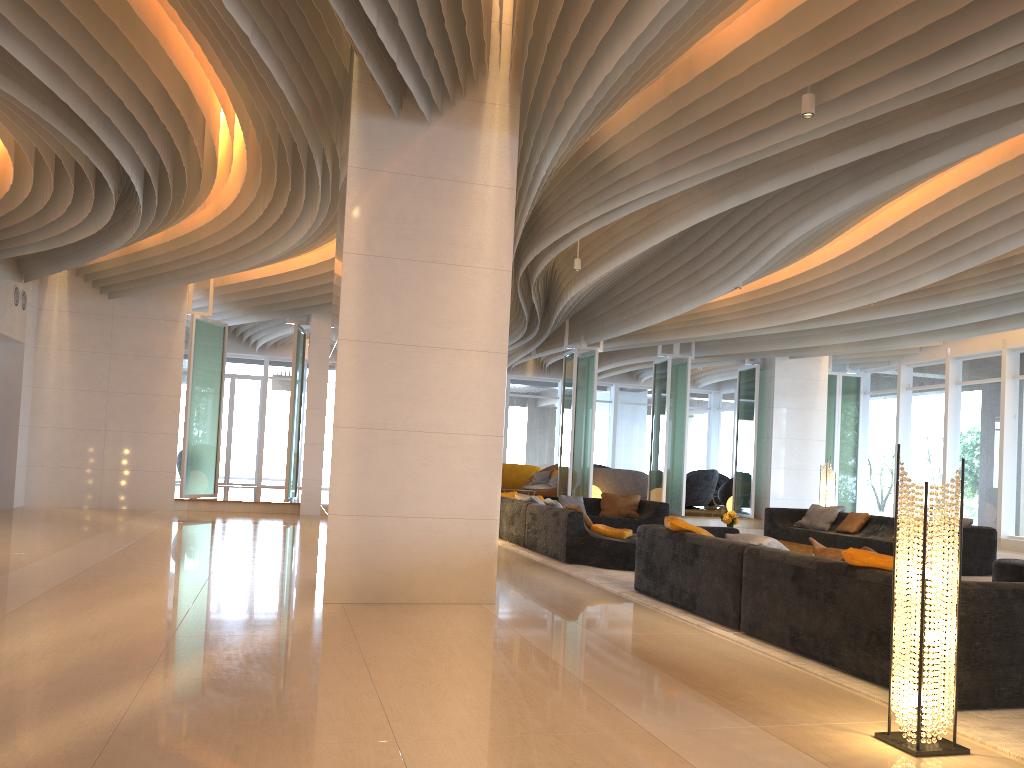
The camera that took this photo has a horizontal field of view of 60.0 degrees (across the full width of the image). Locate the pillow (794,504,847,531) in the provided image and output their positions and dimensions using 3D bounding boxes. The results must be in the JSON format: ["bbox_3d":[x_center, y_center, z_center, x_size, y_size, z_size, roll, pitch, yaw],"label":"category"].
[{"bbox_3d":[4.634,2.003,13.366,0.558,0.376,0.628,6,-6,-37],"label":"pillow"}]

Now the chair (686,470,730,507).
[{"bbox_3d":[5.521,2.892,24.640,1.521,1.003,1.137,3,-4,-3],"label":"chair"}]

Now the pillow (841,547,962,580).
[{"bbox_3d":[2.139,1.072,4.663,0.558,0.376,0.628,6,-6,-37],"label":"pillow"}]

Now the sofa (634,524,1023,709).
[{"bbox_3d":[1.942,1.373,5.933,0.950,0.580,3.752,4,-5,-14],"label":"sofa"}]

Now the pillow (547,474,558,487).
[{"bbox_3d":[1.064,2.172,20.229,0.467,0.407,0.501,4,-4,-13],"label":"pillow"}]

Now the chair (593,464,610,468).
[{"bbox_3d":[2.520,2.578,22.838,1.545,1.003,1.119,6,-5,-32],"label":"chair"}]

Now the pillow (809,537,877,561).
[{"bbox_3d":[2.050,1.148,5.300,0.448,0.408,0.598,4,-4,-13],"label":"pillow"}]

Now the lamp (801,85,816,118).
[{"bbox_3d":[2.046,-2.569,6.045,0.090,1.502,0.088,4,-2,-24],"label":"lamp"}]

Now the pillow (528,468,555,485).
[{"bbox_3d":[0.709,2.180,20.802,0.610,0.453,0.481,0,-5,36],"label":"pillow"}]

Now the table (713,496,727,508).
[{"bbox_3d":[5.821,3.158,23.644,1.086,0.317,0.816,4,-5,-9],"label":"table"}]

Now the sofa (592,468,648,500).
[{"bbox_3d":[2.323,2.433,20.813,2.520,0.899,1.132,-1,-5,34],"label":"sofa"}]

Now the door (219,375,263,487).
[{"bbox_3d":[-7.136,1.179,22.432,1.473,2.764,0.060,4,-2,-16],"label":"door"}]

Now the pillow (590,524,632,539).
[{"bbox_3d":[1.096,1.612,9.718,0.406,0.135,0.422,1,-5,19],"label":"pillow"}]

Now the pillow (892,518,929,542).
[{"bbox_3d":[5.128,1.869,11.374,0.324,0.311,0.405,4,-4,-13],"label":"pillow"}]

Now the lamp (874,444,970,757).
[{"bbox_3d":[1.656,0.842,3.548,0.253,1.195,0.248,3,-2,-15],"label":"lamp"}]

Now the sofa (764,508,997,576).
[{"bbox_3d":[4.812,2.084,12.081,0.950,0.580,3.752,4,-5,-14],"label":"sofa"}]

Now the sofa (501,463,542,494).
[{"bbox_3d":[-0.455,2.368,21.560,2.601,0.899,1.096,5,-5,-26],"label":"sofa"}]

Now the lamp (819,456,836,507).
[{"bbox_3d":[5.124,1.894,14.418,0.253,1.447,0.248,3,-2,-15],"label":"lamp"}]

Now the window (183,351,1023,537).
[{"bbox_3d":[7.623,0.482,10.033,53.525,3.212,22.603,-2,-7,40],"label":"window"}]

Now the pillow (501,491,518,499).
[{"bbox_3d":[-0.007,1.799,13.540,0.417,0.315,0.335,7,-5,-43],"label":"pillow"}]

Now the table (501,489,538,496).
[{"bbox_3d":[0.104,2.517,19.740,0.833,0.317,1.064,6,-6,-33],"label":"table"}]

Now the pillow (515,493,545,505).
[{"bbox_3d":[0.366,1.651,11.695,0.553,0.376,0.646,4,-5,-19],"label":"pillow"}]

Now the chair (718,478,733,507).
[{"bbox_3d":[6.012,2.733,22.674,1.530,1.003,1.130,4,-4,-13],"label":"chair"}]

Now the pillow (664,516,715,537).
[{"bbox_3d":[1.502,1.272,7.142,0.545,0.376,0.643,2,-5,7],"label":"pillow"}]

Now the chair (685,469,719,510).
[{"bbox_3d":[4.443,2.579,21.842,1.548,1.003,1.117,7,-6,-42],"label":"chair"}]

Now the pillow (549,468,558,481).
[{"bbox_3d":[1.081,2.166,20.652,0.379,0.421,0.596,5,-5,-37],"label":"pillow"}]

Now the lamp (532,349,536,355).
[{"bbox_3d":[0.513,-1.388,19.547,0.089,1.502,0.089,3,-2,-6],"label":"lamp"}]

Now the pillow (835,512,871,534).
[{"bbox_3d":[4.825,1.964,12.551,0.325,0.311,0.404,4,-4,-17],"label":"pillow"}]

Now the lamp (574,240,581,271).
[{"bbox_3d":[0.847,-2.163,11.039,0.088,1.502,0.090,2,-2,30],"label":"lamp"}]

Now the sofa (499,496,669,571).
[{"bbox_3d":[1.455,1.851,11.707,2.852,0.651,5.055,4,-5,-14],"label":"sofa"}]

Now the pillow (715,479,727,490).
[{"bbox_3d":[5.878,2.823,24.713,0.500,0.407,0.468,2,-4,12],"label":"pillow"}]

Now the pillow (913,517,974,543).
[{"bbox_3d":[5.271,1.803,10.886,0.545,0.376,0.643,2,-5,7],"label":"pillow"}]

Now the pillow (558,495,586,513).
[{"bbox_3d":[0.936,1.894,13.818,0.411,0.311,0.320,4,-4,-13],"label":"pillow"}]

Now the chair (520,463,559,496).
[{"bbox_3d":[0.858,2.282,20.513,1.154,1.003,1.498,5,-5,-27],"label":"chair"}]

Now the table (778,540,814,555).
[{"bbox_3d":[2.746,2.112,11.485,1.616,0.219,1.590,4,-5,-15],"label":"table"}]

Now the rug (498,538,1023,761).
[{"bbox_3d":[3.933,1.851,6.841,5.565,0.022,16.114,4,-5,-14],"label":"rug"}]

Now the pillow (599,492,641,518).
[{"bbox_3d":[1.713,1.925,14.058,0.636,0.377,0.551,2,-4,7],"label":"pillow"}]

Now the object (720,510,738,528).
[{"bbox_3d":[2.860,1.837,11.677,0.234,0.376,0.269,2,-3,17],"label":"object"}]

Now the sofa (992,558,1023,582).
[{"bbox_3d":[5.861,1.691,7.311,1.365,0.581,4.113,4,-5,-16],"label":"sofa"}]

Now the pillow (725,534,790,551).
[{"bbox_3d":[1.792,1.267,6.297,0.424,0.376,0.583,4,-4,-13],"label":"pillow"}]

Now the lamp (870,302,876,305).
[{"bbox_3d":[4.997,-1.851,12.229,0.088,1.502,0.090,2,-2,30],"label":"lamp"}]

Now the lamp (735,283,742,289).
[{"bbox_3d":[3.003,-2.001,11.656,0.088,1.502,0.090,2,-2,30],"label":"lamp"}]

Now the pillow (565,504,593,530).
[{"bbox_3d":[0.795,1.516,9.956,0.331,0.310,0.421,4,-4,-13],"label":"pillow"}]

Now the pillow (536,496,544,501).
[{"bbox_3d":[0.327,1.673,12.031,0.415,0.334,0.331,-1,-5,41],"label":"pillow"}]
